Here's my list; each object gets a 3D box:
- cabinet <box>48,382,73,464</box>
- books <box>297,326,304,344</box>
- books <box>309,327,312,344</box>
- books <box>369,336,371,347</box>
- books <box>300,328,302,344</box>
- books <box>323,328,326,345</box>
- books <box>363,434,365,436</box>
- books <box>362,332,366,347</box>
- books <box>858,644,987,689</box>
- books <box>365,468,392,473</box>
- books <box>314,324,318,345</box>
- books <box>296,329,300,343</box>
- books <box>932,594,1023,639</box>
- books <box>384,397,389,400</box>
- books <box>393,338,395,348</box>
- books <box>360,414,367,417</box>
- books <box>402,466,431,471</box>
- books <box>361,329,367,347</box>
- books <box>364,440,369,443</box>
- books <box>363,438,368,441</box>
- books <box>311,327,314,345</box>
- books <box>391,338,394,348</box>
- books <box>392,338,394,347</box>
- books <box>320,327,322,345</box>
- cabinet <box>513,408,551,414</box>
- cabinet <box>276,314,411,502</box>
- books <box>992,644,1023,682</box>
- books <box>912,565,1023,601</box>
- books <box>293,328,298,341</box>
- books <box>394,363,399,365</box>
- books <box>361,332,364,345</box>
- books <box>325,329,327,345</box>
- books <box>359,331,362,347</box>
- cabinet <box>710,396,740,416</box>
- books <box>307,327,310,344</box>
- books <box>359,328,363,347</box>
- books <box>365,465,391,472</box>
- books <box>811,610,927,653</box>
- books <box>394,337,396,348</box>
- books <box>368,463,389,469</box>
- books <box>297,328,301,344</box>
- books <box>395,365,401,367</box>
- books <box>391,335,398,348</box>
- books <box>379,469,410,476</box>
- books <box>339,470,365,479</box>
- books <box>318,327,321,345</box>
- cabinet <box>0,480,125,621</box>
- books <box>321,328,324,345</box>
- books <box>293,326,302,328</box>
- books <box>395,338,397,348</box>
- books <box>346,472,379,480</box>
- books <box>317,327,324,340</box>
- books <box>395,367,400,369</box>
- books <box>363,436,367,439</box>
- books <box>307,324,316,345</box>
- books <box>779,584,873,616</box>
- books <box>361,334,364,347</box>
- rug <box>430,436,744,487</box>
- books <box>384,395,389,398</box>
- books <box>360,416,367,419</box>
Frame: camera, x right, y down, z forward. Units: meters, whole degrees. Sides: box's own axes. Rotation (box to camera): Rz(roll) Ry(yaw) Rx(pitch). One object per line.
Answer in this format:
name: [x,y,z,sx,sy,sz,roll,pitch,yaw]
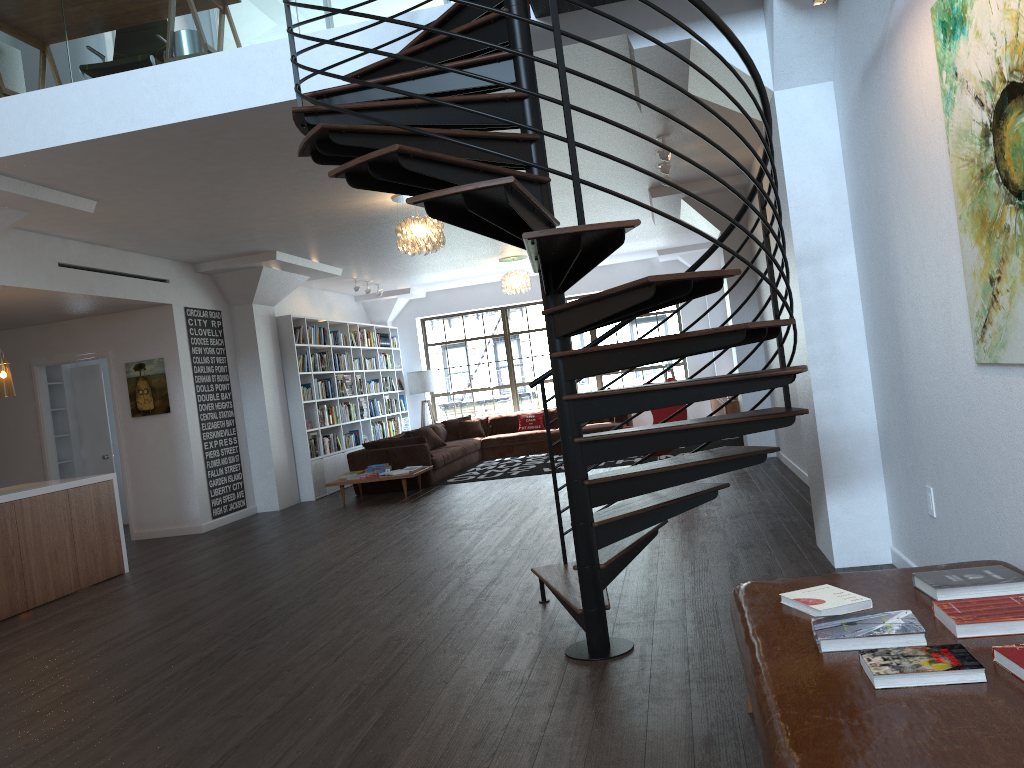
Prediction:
cabinet: [-5.379,0.362,11.423,0.527,2.991,2.630,-7,0,10]
books: [-2.854,-0.640,11.801,0.170,0.251,0.118,-7,0,10]
books: [-2.811,-0.644,12.040,0.170,0.251,0.118,-7,0,10]
books: [-2.391,-0.699,14.404,0.168,0.231,0.037,-7,0,10]
books: [-2.859,-0.624,11.727,0.161,0.222,0.084,-7,0,10]
books: [-2.719,-0.660,12.528,0.182,0.255,0.077,-7,0,10]
books: [-2.384,0.808,13.712,0.204,0.025,0.144,-7,0,10]
books: [-2.435,-0.700,14.151,0.171,0.246,0.057,-7,0,10]
books: [0.898,0.620,1.953,0.224,0.032,0.161,-7,0,10]
books: [-1.670,1.096,11.132,0.312,0.037,0.216,-7,0,0]
books: [-2.784,-0.667,12.242,0.197,0.290,0.136,-7,0,10]
books: [-2.886,-0.612,11.632,0.167,0.210,0.162,-7,0,10]
books: [1.224,0.573,2.204,0.283,0.043,0.197,-7,0,10]
books: [-2.193,0.252,14.831,0.223,0.031,0.161,-7,0,10]
books: [-2.142,-0.710,15.650,0.128,0.178,0.021,-7,0,10]
books: [-2.386,0.494,13.735,0.251,0.037,0.160,-7,0,15]
books: [-1.208,1.037,10.979,0.256,0.035,0.350,-7,0,36]
books: [-2.426,-0.724,14.233,0.176,0.290,0.053,-7,0,10]
books: [-2.372,0.903,13.711,0.284,0.035,0.197,-7,0,10]
books: [-2.376,0.869,13.711,0.284,0.033,0.197,-7,0,-5]
books: [-2.798,-0.641,12.092,0.174,0.242,0.105,-7,0,10]
books: [-2.157,-0.708,15.600,0.128,0.178,0.022,-7,0,10]
books: [-2.154,-0.712,15.626,0.134,0.184,0.030,-7,0,10]
books: [-2.749,-0.655,12.389,0.182,0.255,0.077,-7,0,10]
cabinet: [0.797,0.734,15.515,1.520,0.625,0.350,-7,0,10]
cabinet: [-2.516,0.270,13.665,0.461,2.414,4.500,-7,0,10]
books: [1.169,0.586,1.877,0.224,0.036,0.161,-7,0,5]
books: [1.299,0.564,2.514,0.254,0.044,0.183,-7,0,5]
books: [-2.894,-0.614,11.541,0.182,0.215,0.188,-7,0,10]
books: [-2.141,-0.333,15.627,0.174,0.032,0.254,-8,0,-45]
books: [-2.446,-0.696,14.106,0.159,0.241,0.038,-7,0,10]
books: [-2.714,-0.651,12.598,0.167,0.233,0.077,-7,0,10]
books: [-2.468,-0.696,13.967,0.189,0.247,0.057,-7,0,10]
cabinet: [3.154,0.299,12.646,0.459,0.350,4.501,-7,0,10]
books: [-2.820,-0.640,11.998,0.159,0.248,0.089,-7,0,10]
books: [-2.444,-0.725,14.014,0.140,0.298,0.044,-7,0,10]
books: [-1.679,1.061,11.137,0.279,0.035,0.191,-7,0,20]
books: [0.888,0.619,2.224,0.247,0.040,0.185,-7,0,13]
books: [-2.133,-0.721,15.725,0.136,0.196,0.045,-7,0,10]
books: [-1.679,1.029,11.134,0.224,0.027,0.157,-7,0,15]
books: [-2.867,-0.620,11.694,0.161,0.218,0.101,-7,0,10]
books: [-2.138,-0.300,15.632,0.284,0.033,0.197,-7,0,25]
books: [-2.123,-0.740,15.805,0.140,0.231,0.042,-7,0,10]
books: [-1.420,1.065,10.668,0.231,0.040,0.342,-8,0,-40]
books: [-1.991,1.133,11.131,0.241,0.045,0.334,-7,0,12]
books: [-2.747,-0.654,12.341,0.182,0.253,0.098,-7,0,10]
cabinet: [-4.183,1.328,5.423,0.898,0.796,4.493,-7,0,10]
books: [-2.735,-0.652,12.427,0.174,0.243,0.085,-7,0,10]
books: [-2.863,-0.636,11.759,0.159,0.248,0.089,-7,0,10]
books: [-2.123,-0.720,15.765,0.139,0.191,0.036,-7,0,10]
books: [-1.810,1.117,10.749,0.236,0.035,0.340,-7,0,35]
books: [-2.749,-0.661,12.485,0.180,0.265,0.103,-7,0,10]
books: [-2.134,-0.266,15.632,0.284,0.035,0.197,-7,0,40]
books: [-2.384,0.837,13.714,0.254,0.032,0.174,-7,0,15]
books: [-2.791,-0.667,12.179,0.176,0.293,0.125,-7,0,10]
books: [0.897,0.622,2.548,0.161,0.031,0.223,-7,0,-12]
books: [-2.436,-0.680,14.061,0.144,0.207,0.048,-7,0,10]
rug: [1.226,1.003,12.385,4.200,0.007,3.100,-7,0,12]
books: [-2.196,0.223,14.839,0.224,0.030,0.161,-7,0,20]
books: [-2.380,0.532,13.732,0.246,0.038,0.171,-7,0,10]
